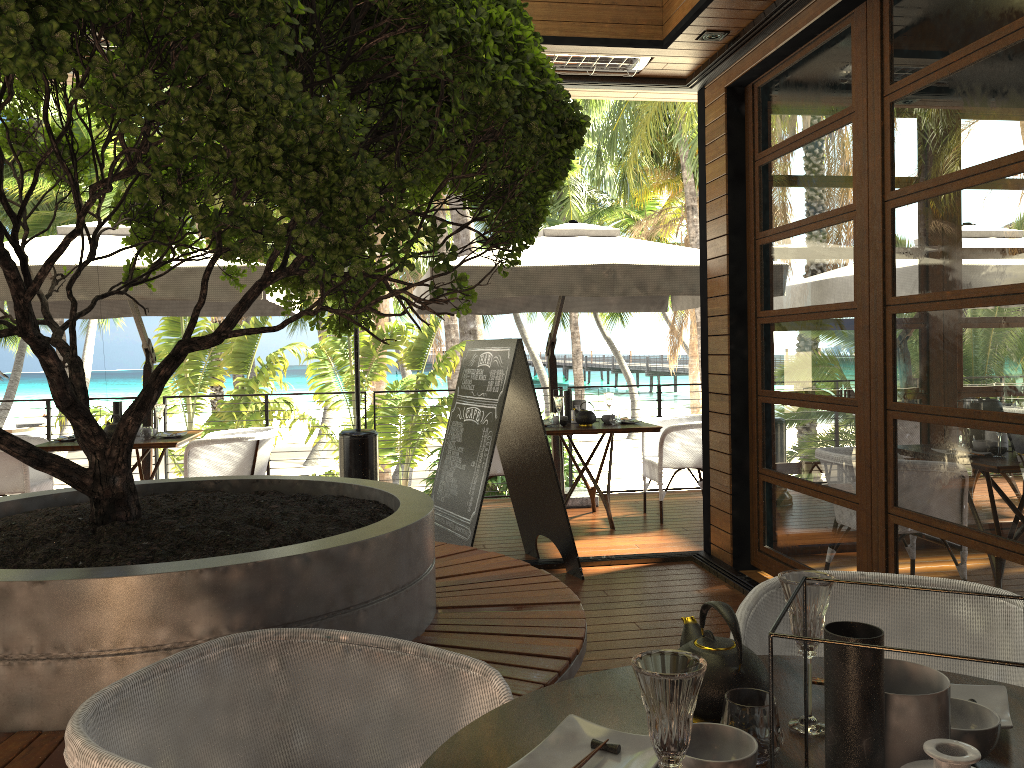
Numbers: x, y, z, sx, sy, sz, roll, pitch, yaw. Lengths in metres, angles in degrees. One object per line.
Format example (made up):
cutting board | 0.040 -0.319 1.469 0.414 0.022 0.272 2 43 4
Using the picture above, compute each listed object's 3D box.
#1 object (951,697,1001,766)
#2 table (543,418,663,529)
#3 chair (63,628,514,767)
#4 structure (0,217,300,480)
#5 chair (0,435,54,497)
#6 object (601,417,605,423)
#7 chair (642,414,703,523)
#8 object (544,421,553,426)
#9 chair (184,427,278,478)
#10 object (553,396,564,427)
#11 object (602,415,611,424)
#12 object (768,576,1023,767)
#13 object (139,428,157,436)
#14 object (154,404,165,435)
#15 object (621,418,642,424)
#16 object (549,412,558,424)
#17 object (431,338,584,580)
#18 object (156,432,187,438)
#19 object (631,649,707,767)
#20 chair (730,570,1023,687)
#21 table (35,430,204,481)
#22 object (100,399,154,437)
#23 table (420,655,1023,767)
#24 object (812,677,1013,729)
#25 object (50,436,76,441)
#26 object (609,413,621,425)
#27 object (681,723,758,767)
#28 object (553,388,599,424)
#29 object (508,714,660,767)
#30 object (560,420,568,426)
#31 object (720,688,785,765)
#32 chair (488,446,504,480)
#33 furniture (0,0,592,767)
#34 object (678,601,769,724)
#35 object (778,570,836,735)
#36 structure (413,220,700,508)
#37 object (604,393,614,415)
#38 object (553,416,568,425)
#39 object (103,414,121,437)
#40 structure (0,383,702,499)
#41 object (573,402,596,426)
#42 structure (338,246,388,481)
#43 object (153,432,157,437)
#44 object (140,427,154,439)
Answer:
object | 0.609 0.485 1.223 0.116 0.065 0.116 -1 2 2
table | 0.580 0.682 6.862 0.931 0.749 0.932 -1 2 -9
chair | -0.345 0.881 1.456 0.616 0.788 0.628 0 2 22
structure | -2.837 -0.029 6.392 2.414 2.332 2.414 -1 2 -9
chair | -3.606 0.761 6.199 0.617 0.788 0.628 -1 1 -8
object | 0.733 0.282 6.932 0.080 0.042 0.080 -2 2 -18
chair | 1.378 0.646 6.957 0.617 0.788 0.628 -1 1 -8
object | 0.223 0.307 6.730 0.170 0.025 0.295 -1 2 -9
chair | -2.010 0.725 6.425 0.617 0.788 0.628 -1 1 -8
object | 0.351 0.204 6.629 0.082 0.227 0.082 -1 1 -8
object | 0.750 0.273 6.833 0.116 0.065 0.116 -1 2 -5
object | 0.455 0.396 1.023 0.263 0.264 0.263 0 2 26
object | -2.588 0.351 6.308 0.116 0.065 0.116 -1 2 -10
object | -2.572 0.260 6.476 0.082 0.227 0.082 -1 1 -8
object | 0.898 0.288 6.905 0.170 0.025 0.295 -1 2 -9
object | 0.332 0.267 6.906 0.086 0.086 0.086 -1 2 -4
object | -0.105 0.432 5.275 0.771 1.396 0.769 -2 1 -24
object | -2.440 0.366 6.380 0.170 0.025 0.295 -1 2 -9
object | 0.174 0.417 0.976 0.082 0.227 0.082 0 1 32
chair | 0.782 0.849 1.805 0.627 0.788 0.617 0 2 22
table | -2.765 0.760 6.336 0.931 0.749 0.932 -1 2 -9
object | -2.827 0.249 6.507 0.263 0.264 0.263 0 2 36
table | 0.440 0.900 1.074 1.166 0.749 1.166 -3 2 -40
object | 0.621 0.498 1.406 0.294 0.025 0.170 0 2 26
object | -3.115 0.384 6.205 0.170 0.025 0.295 -1 2 -9
object | 0.784 0.266 6.726 0.086 0.086 0.086 -1 2 -4
object | 0.259 0.494 1.146 0.116 0.065 0.116 -2 2 -38
object | 0.511 0.171 7.032 0.263 0.264 0.263 0 2 36
object | 0.084 0.516 1.170 0.170 0.025 0.295 0 2 31
object | 0.387 0.296 6.704 0.080 0.042 0.080 -2 2 -18
object | 0.332 0.478 1.234 0.086 0.086 0.086 -1 2 -9
chair | -0.160 0.681 6.741 0.617 0.788 0.628 -1 1 -8
furniture | -1.118 -0.095 2.629 2.720 2.721 2.569 -3 2 -44
object | 0.320 0.426 1.384 0.163 0.179 0.168 0 2 29
object | 0.442 0.400 1.325 0.082 0.227 0.082 -1 1 15
structure | 0.498 -0.106 6.917 2.414 2.332 2.414 -1 2 -9
object | 0.766 0.183 7.001 0.082 0.227 0.082 -1 1 -8
object | 0.370 0.281 6.801 0.116 0.065 0.116 -1 2 -5
object | -2.781 0.301 6.210 0.168 0.179 0.163 -1 2 -7
structure | -7.297 0.781 6.823 26.268 1.153 0.163 -1 1 -9
object | 0.559 0.223 6.738 0.163 0.179 0.168 -1 2 -11
structure | -1.212 -0.013 6.947 0.699 2.191 0.699 -1 1 -21
object | -2.605 0.359 6.407 0.080 0.042 0.080 1 3 42
object | -2.555 0.343 6.201 0.086 0.086 0.086 -1 2 -4
